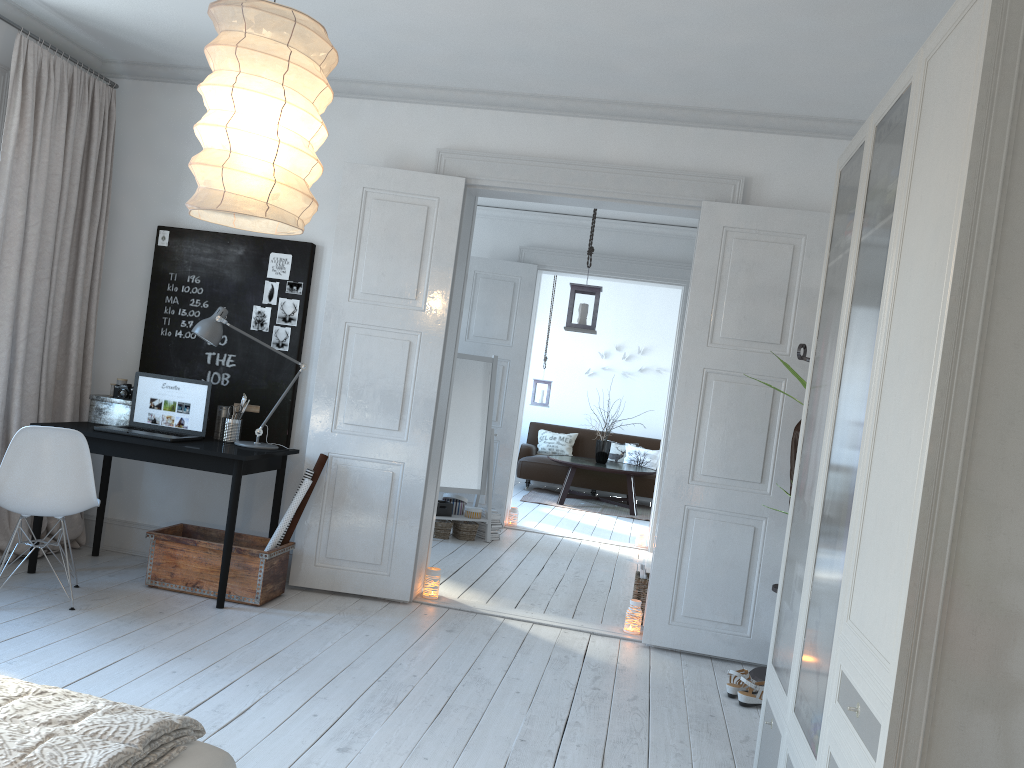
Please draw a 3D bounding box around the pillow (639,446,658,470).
[{"bbox_3d":[1.840,0.967,11.230,0.542,0.288,0.183,8,1,10],"label":"pillow"}]

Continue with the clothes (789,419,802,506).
[{"bbox_3d":[1.436,0.397,4.198,0.237,0.770,0.211,8,1,42],"label":"clothes"}]

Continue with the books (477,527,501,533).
[{"bbox_3d":[-0.201,1.191,7.275,0.132,0.017,0.186,8,0,-44],"label":"books"}]

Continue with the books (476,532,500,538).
[{"bbox_3d":[-0.207,1.235,7.279,0.128,0.016,0.176,8,0,-40],"label":"books"}]

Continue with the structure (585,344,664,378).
[{"bbox_3d":[1.493,-0.279,11.656,1.025,0.478,0.085,8,1,9],"label":"structure"}]

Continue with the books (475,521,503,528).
[{"bbox_3d":[-0.192,1.148,7.270,0.193,0.022,0.128,8,0,42],"label":"books"}]

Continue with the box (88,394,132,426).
[{"bbox_3d":[-2.161,0.153,4.897,0.317,0.152,0.193,8,0,9],"label":"box"}]

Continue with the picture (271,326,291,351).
[{"bbox_3d":[-1.299,-0.259,4.986,0.103,0.136,0.001,8,1,9],"label":"picture"}]

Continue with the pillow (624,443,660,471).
[{"bbox_3d":[1.627,0.926,11.151,0.470,0.309,0.188,8,1,10],"label":"pillow"}]

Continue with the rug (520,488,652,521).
[{"bbox_3d":[1.004,1.407,10.483,1.709,0.055,1.456,8,0,10],"label":"rug"}]

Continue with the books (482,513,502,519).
[{"bbox_3d":[-0.179,1.074,7.267,0.128,0.026,0.200,8,0,-19],"label":"books"}]

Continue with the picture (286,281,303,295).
[{"bbox_3d":[-1.221,-0.542,4.976,0.095,0.071,0.001,8,1,9],"label":"picture"}]

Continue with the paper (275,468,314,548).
[{"bbox_3d":[-1.205,0.770,4.656,0.266,0.669,0.043,7,1,-36],"label":"paper"}]

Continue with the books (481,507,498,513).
[{"bbox_3d":[-0.186,1.035,7.284,0.111,0.014,0.156,8,0,-11],"label":"books"}]

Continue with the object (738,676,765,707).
[{"bbox_3d":[1.131,1.372,3.941,0.272,0.126,0.099,8,0,-18],"label":"object"}]

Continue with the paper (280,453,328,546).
[{"bbox_3d":[-1.163,0.733,4.720,0.298,0.747,0.048,7,1,-36],"label":"paper"}]

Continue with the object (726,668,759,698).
[{"bbox_3d":[1.064,1.363,4.094,0.099,0.126,0.273,8,0,42],"label":"object"}]

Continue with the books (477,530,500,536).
[{"bbox_3d":[-0.205,1.219,7.276,0.128,0.016,0.180,8,0,-36],"label":"books"}]

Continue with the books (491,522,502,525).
[{"bbox_3d":[-0.188,1.128,7.279,0.128,0.016,0.178,8,0,-38],"label":"books"}]

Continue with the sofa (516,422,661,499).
[{"bbox_3d":[1.183,1.033,11.229,2.164,0.825,0.969,8,0,9],"label":"sofa"}]

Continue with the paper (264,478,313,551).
[{"bbox_3d":[-1.217,0.785,4.598,0.283,0.627,0.041,7,1,-13],"label":"paper"}]

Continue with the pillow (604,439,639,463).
[{"bbox_3d":[1.352,0.898,11.272,0.472,0.347,0.158,8,1,7],"label":"pillow"}]

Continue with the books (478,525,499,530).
[{"bbox_3d":[-0.206,1.170,7.280,0.166,0.022,0.128,8,0,43],"label":"books"}]

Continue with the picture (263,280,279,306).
[{"bbox_3d":[-1.360,-0.514,4.998,0.083,0.146,0.002,8,1,9],"label":"picture"}]

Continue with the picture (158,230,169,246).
[{"bbox_3d":[-2.006,-0.840,5.104,0.061,0.088,0.004,8,1,6],"label":"picture"}]

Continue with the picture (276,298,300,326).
[{"bbox_3d":[-1.258,-0.408,4.980,0.121,0.153,0.002,8,1,9],"label":"picture"}]

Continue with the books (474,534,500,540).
[{"bbox_3d":[-0.205,1.253,7.281,0.128,0.016,0.178,8,0,-43],"label":"books"}]

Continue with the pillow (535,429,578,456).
[{"bbox_3d":[0.570,0.782,11.438,0.519,0.367,0.239,8,1,9],"label":"pillow"}]

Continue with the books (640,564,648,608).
[{"bbox_3d":[0.833,1.232,5.202,0.201,0.300,0.179,8,1,9],"label":"books"}]

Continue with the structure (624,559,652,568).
[{"bbox_3d":[1.812,0.193,7.161,1.249,2.828,0.799,7,1,-36],"label":"structure"}]

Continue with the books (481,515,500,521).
[{"bbox_3d":[-0.189,1.094,7.274,0.128,0.016,0.180,8,0,-20],"label":"books"}]

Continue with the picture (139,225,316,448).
[{"bbox_3d":[-1.656,-0.273,5.074,0.952,1.172,0.064,8,1,9],"label":"picture"}]

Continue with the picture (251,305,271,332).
[{"bbox_3d":[-1.417,-0.368,5.005,0.107,0.150,0.001,8,1,9],"label":"picture"}]

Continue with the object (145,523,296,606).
[{"bbox_3d":[-1.523,0.937,4.615,0.664,0.282,0.339,8,0,9],"label":"object"}]

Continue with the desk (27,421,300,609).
[{"bbox_3d":[-1.840,0.655,4.668,1.159,0.759,0.651,8,0,9],"label":"desk"}]

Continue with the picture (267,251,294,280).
[{"bbox_3d":[-1.306,-0.668,4.990,0.147,0.154,0.004,8,1,9],"label":"picture"}]

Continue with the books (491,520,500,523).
[{"bbox_3d":[-0.190,1.111,7.277,0.128,0.016,0.176,8,0,-24],"label":"books"}]

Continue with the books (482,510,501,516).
[{"bbox_3d":[-0.182,1.052,7.271,0.132,0.017,0.186,8,0,-18],"label":"books"}]
